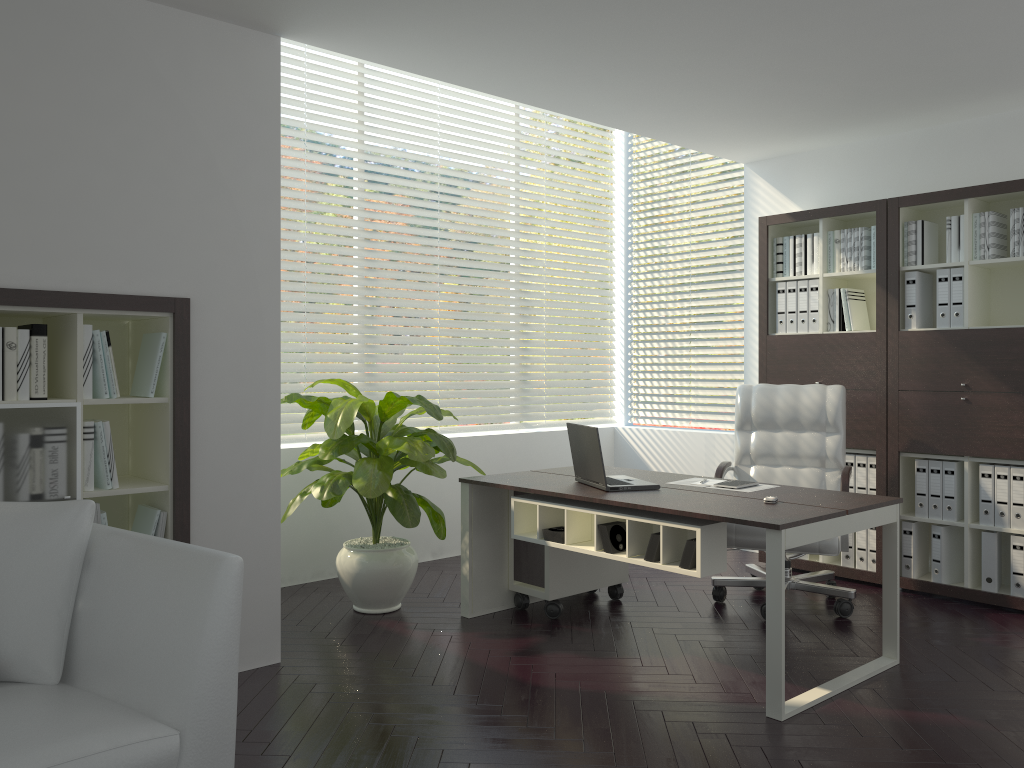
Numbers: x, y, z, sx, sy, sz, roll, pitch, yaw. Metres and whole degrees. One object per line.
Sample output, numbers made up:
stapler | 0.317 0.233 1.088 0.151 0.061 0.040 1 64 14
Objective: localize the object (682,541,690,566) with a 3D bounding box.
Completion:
object | 0.732 0.669 3.531 0.133 0.113 0.040 0 0 -42

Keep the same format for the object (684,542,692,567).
object | 0.739 0.669 3.523 0.133 0.113 0.040 0 0 -42

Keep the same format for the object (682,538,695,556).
object | 0.724 0.668 3.540 0.133 0.113 0.039 0 0 -42

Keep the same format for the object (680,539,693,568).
object | 0.728 0.668 3.535 0.133 0.113 0.039 0 0 -42

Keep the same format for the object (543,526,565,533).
object | 0.227 0.671 4.090 0.133 0.002 0.119 -1 1 -42

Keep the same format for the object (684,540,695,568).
object | 0.741 0.669 3.521 0.133 0.113 0.039 0 0 -42

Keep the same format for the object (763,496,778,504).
object | 1.067 0.477 3.657 0.047 0.021 0.084 0 1 27

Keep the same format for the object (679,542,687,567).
object | 0.724 0.669 3.540 0.133 0.113 0.040 0 0 -42

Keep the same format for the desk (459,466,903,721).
desk | 0.700 0.830 4.130 0.975 0.698 1.813 -1 1 -42

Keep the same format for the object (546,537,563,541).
object | 0.235 0.704 4.082 0.133 0.002 0.119 -1 1 -42

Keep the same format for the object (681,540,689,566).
object | 0.729 0.669 3.535 0.133 0.113 0.040 0 0 -42

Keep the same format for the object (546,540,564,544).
object | 0.238 0.717 4.078 0.133 0.002 0.119 -1 1 -42

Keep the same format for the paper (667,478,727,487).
paper | 0.910 0.477 4.306 0.210 0.001 0.290 1 1 41

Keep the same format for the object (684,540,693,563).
object | 0.736 0.669 3.526 0.133 0.113 0.039 0 0 -42

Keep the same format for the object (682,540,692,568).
object | 0.734 0.668 3.528 0.133 0.113 0.039 0 0 -42

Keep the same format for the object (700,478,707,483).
object | 0.920 0.467 4.266 0.011 0.011 0.158 0 1 23

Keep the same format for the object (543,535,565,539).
object | 0.233 0.697 4.083 0.133 0.002 0.119 -1 1 -42

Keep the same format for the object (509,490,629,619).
object | 0.317 0.832 4.695 0.605 0.675 0.327 0 0 -42

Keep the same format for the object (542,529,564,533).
object | 0.227 0.671 4.090 0.133 0.002 0.119 -1 1 -42

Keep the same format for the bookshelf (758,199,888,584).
bookshelf | 1.961 0.038 5.433 0.361 2.189 0.827 0 0 -42

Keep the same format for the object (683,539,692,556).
object | 0.727 0.668 3.537 0.133 0.113 0.039 0 0 -42

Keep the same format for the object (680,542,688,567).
object | 0.727 0.669 3.536 0.133 0.113 0.040 0 0 -42

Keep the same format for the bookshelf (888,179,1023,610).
bookshelf | 2.520 0.048 4.814 0.361 2.189 0.827 0 0 -42

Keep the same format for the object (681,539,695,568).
object | 0.731 0.668 3.531 0.133 0.113 0.039 0 0 -42

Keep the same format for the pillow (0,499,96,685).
pillow | -1.335 0.520 2.291 0.465 0.473 0.257 0 0 -14

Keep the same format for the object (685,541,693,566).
object | 0.741 0.669 3.521 0.133 0.113 0.040 0 0 -42

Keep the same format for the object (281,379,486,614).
object | -0.719 0.569 4.627 1.026 1.198 1.121 0 0 27

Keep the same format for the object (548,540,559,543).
object | 0.238 0.717 4.078 0.133 0.002 0.119 -1 1 -42

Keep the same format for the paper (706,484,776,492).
paper | 1.073 0.479 4.140 0.290 0.001 0.210 -1 1 -44

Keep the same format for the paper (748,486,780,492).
paper | 1.086 0.481 4.136 0.290 0.001 0.210 -1 1 -45

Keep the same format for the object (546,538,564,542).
object | 0.236 0.708 4.080 0.133 0.002 0.119 -1 1 -42

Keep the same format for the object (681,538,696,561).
object | 0.725 0.668 3.538 0.133 0.113 0.039 0 0 -42

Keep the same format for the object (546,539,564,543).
object | 0.237 0.712 4.079 0.133 0.002 0.119 -1 1 -42

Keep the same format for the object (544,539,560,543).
object | 0.237 0.715 4.079 0.133 0.002 0.119 -1 1 -42

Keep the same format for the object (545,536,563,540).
object | 0.234 0.699 4.083 0.133 0.002 0.119 -1 1 -42

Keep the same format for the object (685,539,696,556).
object | 0.733 0.668 3.530 0.133 0.113 0.039 0 0 -42

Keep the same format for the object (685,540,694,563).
object | 0.739 0.669 3.523 0.133 0.113 0.039 0 0 -42

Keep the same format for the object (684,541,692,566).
object | 0.738 0.669 3.524 0.133 0.113 0.040 0 0 -42

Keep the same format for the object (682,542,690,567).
object | 0.733 0.669 3.529 0.133 0.113 0.040 0 0 -42

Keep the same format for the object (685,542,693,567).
object | 0.742 0.669 3.519 0.133 0.113 0.040 0 0 -42

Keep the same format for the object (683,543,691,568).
object | 0.738 0.669 3.525 0.133 0.113 0.039 0 0 -42

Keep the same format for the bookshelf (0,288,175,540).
bookshelf | -2.238 0.419 2.954 2.100 1.496 0.501 -1 0 -42

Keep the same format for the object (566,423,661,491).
object | 0.473 0.334 4.187 0.320 0.288 0.380 0 1 -17

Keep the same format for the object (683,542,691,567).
object | 0.736 0.669 3.526 0.133 0.113 0.040 0 0 -42

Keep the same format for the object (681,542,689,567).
object | 0.730 0.669 3.533 0.133 0.113 0.040 0 0 -42

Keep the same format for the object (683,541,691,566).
object | 0.735 0.669 3.528 0.133 0.113 0.040 0 0 -42

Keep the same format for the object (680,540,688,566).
object | 0.725 0.669 3.538 0.133 0.113 0.040 0 0 -42

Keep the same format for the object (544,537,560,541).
object | 0.235 0.706 4.081 0.133 0.002 0.119 -1 1 -42

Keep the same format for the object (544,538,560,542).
object | 0.236 0.710 4.080 0.133 0.002 0.119 -1 1 -42

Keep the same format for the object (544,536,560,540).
object | 0.234 0.701 4.082 0.133 0.002 0.119 -1 1 -42
